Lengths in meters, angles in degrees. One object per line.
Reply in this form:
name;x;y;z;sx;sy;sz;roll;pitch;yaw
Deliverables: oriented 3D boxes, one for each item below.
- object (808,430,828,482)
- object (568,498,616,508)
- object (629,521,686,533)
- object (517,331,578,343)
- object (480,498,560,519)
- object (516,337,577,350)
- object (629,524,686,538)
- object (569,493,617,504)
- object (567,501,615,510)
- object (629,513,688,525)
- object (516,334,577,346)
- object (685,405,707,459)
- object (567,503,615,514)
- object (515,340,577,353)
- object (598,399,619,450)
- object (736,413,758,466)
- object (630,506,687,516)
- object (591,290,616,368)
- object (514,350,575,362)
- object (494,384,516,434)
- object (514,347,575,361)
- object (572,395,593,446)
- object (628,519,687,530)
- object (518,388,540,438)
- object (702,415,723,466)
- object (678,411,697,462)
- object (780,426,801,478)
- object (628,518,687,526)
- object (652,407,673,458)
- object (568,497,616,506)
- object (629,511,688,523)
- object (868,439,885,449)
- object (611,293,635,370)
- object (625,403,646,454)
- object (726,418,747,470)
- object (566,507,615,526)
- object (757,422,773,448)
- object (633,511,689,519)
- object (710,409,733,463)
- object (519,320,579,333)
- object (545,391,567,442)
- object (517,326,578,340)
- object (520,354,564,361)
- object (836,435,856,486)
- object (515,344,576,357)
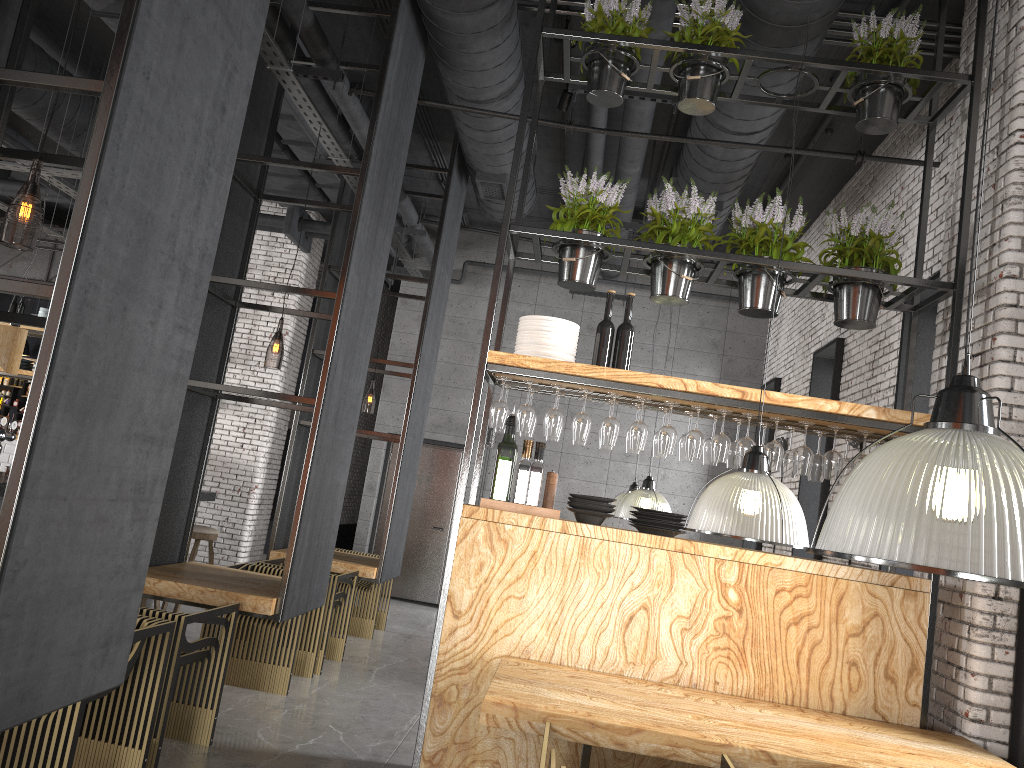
object;1.641;0.388;4.755;0.101;0.268;0.100;3;-10;36
object;0.415;0.653;4.657;0.256;0.072;0.256;12;-8;-23
object;0.752;0.754;4.600;0.306;0.041;0.305;6;-8;22
object;0.189;-0.238;4.816;0.334;0.043;0.334;11;-8;-11
object;0.050;0.667;4.731;0.411;0.050;0.410;9;-7;4
object;0.184;-0.204;4.811;0.335;0.041;0.333;5;-8;27
object;0.751;0.765;4.599;0.306;0.035;0.305;2;-10;42
object;0.421;0.624;4.662;0.257;0.076;0.256;2;-10;42
object;0.412;0.670;4.656;0.257;0.075;0.256;5;-9;30
object;0.758;0.716;4.606;0.305;0.042;0.305;15;-9;-37
object;0.187;-0.219;4.814;0.335;0.039;0.333;7;-8;13
object;0.940;0.247;4.534;0.101;0.268;0.100;2;-11;41
object;0.410;0.677;4.655;0.257;0.076;0.256;8;-7;5
object;0.182;-0.184;4.809;0.334;0.039;0.334;13;-8;-28
object;0.530;0.223;4.854;0.101;0.268;0.100;2;-11;41
object;1.196;0.285;4.511;0.101;0.268;0.100;2;-11;41
object;0.765;0.677;4.613;0.305;0.040;0.305;11;-8;-12
object;0.505;-0.276;4.802;0.098;0.472;0.098;12;-9;-17
object;0.173;-0.128;4.801;0.334;0.046;0.334;11;-8;-14
object;-0.042;0.138;4.905;0.101;0.268;0.100;2;-11;41
object;0.176;-0.146;4.802;0.334;0.037;0.334;13;-8;-28
object;0.385;0.202;4.867;0.101;0.268;0.100;2;-11;41
object;0.754;0.739;4.602;0.306;0.044;0.305;8;-7;6
object;0.094;0.159;4.893;0.101;0.268;0.100;2;-11;41
object;1.088;0.306;4.805;0.101;0.268;0.100;2;-11;41
object;0.958;0.287;4.816;0.101;0.268;0.100;2;-11;41
object;1.496;0.367;4.768;0.101;0.268;0.100;3;-10;36
object;0.754;0.731;4.604;0.305;0.046;0.305;15;-9;-37
object;0.821;0.266;4.828;0.101;0.268;0.100;2;-11;41
object;0.416;0.648;4.659;0.257;0.072;0.256;8;-7;5
object;0.761;0.702;4.609;0.306;0.037;0.305;8;-7;6
object;1.932;0.431;4.729;0.101;0.268;0.100;3;-10;36
object;0.611;-0.261;4.793;0.098;0.472;0.098;12;-9;-17
object;0.676;0.245;4.841;0.101;0.268;0.100;2;-11;41
object;1.214;0.325;4.793;0.101;0.268;0.100;2;-11;41
object;0.407;0.700;4.650;0.257;0.068;0.256;7;-8;13
object;1.350;0.345;4.781;0.101;0.268;0.100;2;-11;41
object;0.762;0.691;4.611;0.305;0.049;0.305;5;-9;30
object;1.069;0.266;4.523;0.101;0.268;0.100;2;-11;41
object;0.199;-0.295;4.825;0.334;0.039;0.334;12;-8;-20
object;0.240;0.180;4.880;0.101;0.268;0.100;2;-11;41
object;0.193;-0.257;4.820;0.334;0.041;0.334;13;-8;-25
object;0.170;-0.108;4.797;0.335;0.033;0.334;2;-10;43
object;1.786;0.410;4.742;0.101;0.268;0.100;3;-10;36
object;0.178;-0.166;4.805;0.334;0.040;0.334;14;-9;-31
